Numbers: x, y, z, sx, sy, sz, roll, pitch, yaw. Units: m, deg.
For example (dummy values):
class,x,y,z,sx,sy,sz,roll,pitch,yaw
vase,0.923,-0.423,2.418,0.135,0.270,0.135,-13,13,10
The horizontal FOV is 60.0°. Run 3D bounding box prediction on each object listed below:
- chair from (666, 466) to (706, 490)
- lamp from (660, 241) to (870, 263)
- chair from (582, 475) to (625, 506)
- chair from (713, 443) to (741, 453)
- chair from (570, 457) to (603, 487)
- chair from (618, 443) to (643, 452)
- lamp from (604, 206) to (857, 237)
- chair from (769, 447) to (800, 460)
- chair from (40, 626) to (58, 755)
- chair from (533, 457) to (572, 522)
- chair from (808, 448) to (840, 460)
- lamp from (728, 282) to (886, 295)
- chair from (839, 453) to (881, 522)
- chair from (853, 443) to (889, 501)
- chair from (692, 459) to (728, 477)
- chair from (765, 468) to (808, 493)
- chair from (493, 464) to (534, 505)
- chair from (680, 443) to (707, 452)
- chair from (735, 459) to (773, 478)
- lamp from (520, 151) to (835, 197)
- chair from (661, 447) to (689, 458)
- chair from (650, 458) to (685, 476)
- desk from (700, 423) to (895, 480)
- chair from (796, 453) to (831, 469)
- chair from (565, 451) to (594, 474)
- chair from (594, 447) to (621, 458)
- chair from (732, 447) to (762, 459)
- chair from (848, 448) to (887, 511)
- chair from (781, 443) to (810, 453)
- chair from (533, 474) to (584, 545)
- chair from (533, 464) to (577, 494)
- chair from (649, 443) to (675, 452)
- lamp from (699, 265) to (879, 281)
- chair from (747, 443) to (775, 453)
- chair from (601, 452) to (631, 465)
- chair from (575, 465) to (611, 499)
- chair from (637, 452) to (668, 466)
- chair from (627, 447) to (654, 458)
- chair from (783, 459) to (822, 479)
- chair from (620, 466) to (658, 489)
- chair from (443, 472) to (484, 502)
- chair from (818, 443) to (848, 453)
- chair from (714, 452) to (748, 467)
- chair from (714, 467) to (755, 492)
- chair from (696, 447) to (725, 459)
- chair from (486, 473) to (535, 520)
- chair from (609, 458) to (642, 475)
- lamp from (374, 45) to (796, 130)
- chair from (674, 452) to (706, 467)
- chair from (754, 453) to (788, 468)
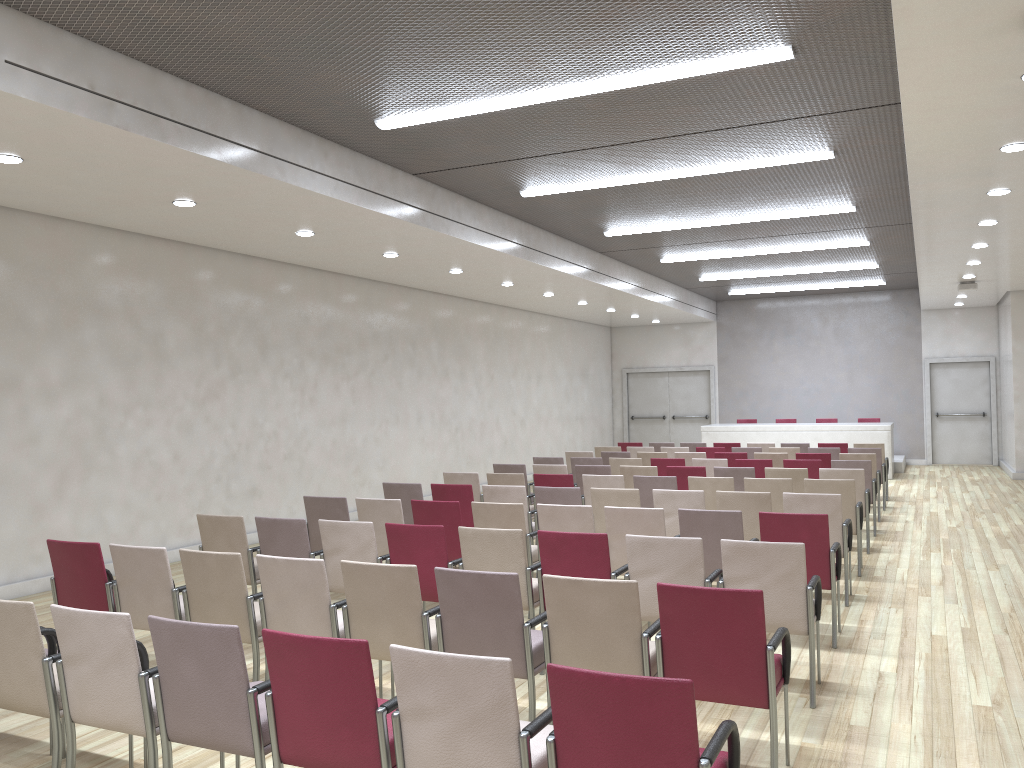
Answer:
class,x,y,z,sx,sy,sz,roll,pitch,yaw
chair,2.085,1.373,10.242,0.513,0.890,0.640,-2,-1,25
lamp,4.047,-2.132,14.432,3.304,0.045,0.198,-2,-1,25
chair,1.059,1.380,9.363,0.513,0.890,0.640,-2,-1,25
chair,3.679,1.418,14.918,0.513,0.890,0.640,-2,-1,24
chair,1.116,1.423,12.044,0.513,0.890,0.640,-2,-1,25
chair,2.175,1.461,15.620,0.513,0.890,0.640,-2,-1,25
lamp,2.821,-2.150,11.824,3.304,0.045,0.198,-2,-1,25
chair,4.149,1.383,13.345,0.513,0.890,0.640,-2,-1,25
chair,-2.540,1.369,4.261,0.513,0.890,0.640,-2,-1,25
chair,0.616,1.438,12.285,0.513,0.890,0.640,-2,-1,24
chair,4.649,1.368,13.095,0.513,0.890,0.640,-2,-1,25
lamp,6.453,-2.096,19.553,3.304,0.045,0.198,-2,-1,25
chair,4.614,1.347,11.763,0.513,0.890,0.640,-2,-1,25
chair,5.656,1.362,13.979,0.513,0.890,0.640,-2,-1,26
chair,2.602,1.381,11.348,0.513,0.890,0.640,-2,-1,25
chair,3.068,1.345,9.765,0.513,0.890,0.640,-2,-1,25
chair,0.099,1.430,11.171,0.513,0.890,0.640,-2,-1,26
chair,3.180,1.433,15.162,0.513,0.890,0.640,-2,-1,26
chair,3.091,1.367,11.110,0.513,0.890,0.640,-2,-1,26
lamp,1.621,-2.167,9.271,3.304,0.045,0.198,-2,-1,25
chair,2.657,1.425,14.047,0.513,0.890,0.640,-2,-1,24
chair,2.116,1.395,11.586,0.513,0.890,0.640,-2,-1,25
desk,5.888,1.353,18.311,3.652,1.042,1.456,-2,-1,25
chair,4.118,1.361,11.999,0.513,0.890,0.640,-2,-1,25
chair,1.130,1.445,13.389,0.513,0.890,0.640,-2,-1,26
chair,1.665,1.453,14.511,0.513,0.890,0.640,-2,-1,24
chair,3.654,1.396,13.565,0.513,0.890,0.640,-2,-1,25
chair,5.145,1.354,12.860,0.513,0.890,0.640,-2,-1,26
chair,4.665,1.390,14.448,0.513,0.890,0.640,-2,-1,26
chair,0.560,1.394,9.583,0.513,0.890,0.640,-2,-1,25
chair,0.586,1.416,10.926,0.513,0.890,0.640,-2,-1,26
chair,2.684,1.447,15.382,0.513,0.890,0.640,-2,-1,25
lamp,5.240,-2.114,16.972,3.304,0.045,0.198,-2,-1,25
chair,4.184,1.404,14.685,0.513,0.890,0.640,-2,-1,26
chair,1.634,1.431,13.155,0.513,0.890,0.640,-2,-1,25
chair,1.083,1.402,10.694,0.513,0.890,0.640,-2,-1,26
chair,2.128,1.417,12.934,0.513,0.890,0.640,-2,-1,24
chair,2.158,1.439,14.268,0.513,0.890,0.640,-2,-1,25
chair,3.609,1.353,10.876,0.513,0.890,0.640,-2,-1,25
chair,1.585,1.387,10.455,0.513,0.890,0.640,-2,-1,25
chair,-0.435,1.422,10.055,0.513,0.890,0.640,-2,-1,26
chair,5.176,1.376,14.210,0.513,0.890,0.640,-2,-1,25
chair,3.134,1.389,12.448,0.513,0.890,0.640,-2,-1,24
chair,2.572,1.360,10.007,0.513,0.890,0.640,-2,-1,25
chair,3.165,1.411,13.812,0.513,0.890,0.640,-2,-1,25
chair,0.056,1.408,9.822,0.513,0.890,0.640,-2,-1,25
chair,1.607,1.409,11.814,0.513,0.890,0.640,-2,-1,25
lamp,0.404,-2.186,6.680,3.304,0.045,0.198,-2,-1,25
chair,2.631,1.403,12.686,0.513,0.890,0.640,-2,-1,26
chair,3.623,1.375,12.230,0.513,0.890,0.640,-2,-1,25
